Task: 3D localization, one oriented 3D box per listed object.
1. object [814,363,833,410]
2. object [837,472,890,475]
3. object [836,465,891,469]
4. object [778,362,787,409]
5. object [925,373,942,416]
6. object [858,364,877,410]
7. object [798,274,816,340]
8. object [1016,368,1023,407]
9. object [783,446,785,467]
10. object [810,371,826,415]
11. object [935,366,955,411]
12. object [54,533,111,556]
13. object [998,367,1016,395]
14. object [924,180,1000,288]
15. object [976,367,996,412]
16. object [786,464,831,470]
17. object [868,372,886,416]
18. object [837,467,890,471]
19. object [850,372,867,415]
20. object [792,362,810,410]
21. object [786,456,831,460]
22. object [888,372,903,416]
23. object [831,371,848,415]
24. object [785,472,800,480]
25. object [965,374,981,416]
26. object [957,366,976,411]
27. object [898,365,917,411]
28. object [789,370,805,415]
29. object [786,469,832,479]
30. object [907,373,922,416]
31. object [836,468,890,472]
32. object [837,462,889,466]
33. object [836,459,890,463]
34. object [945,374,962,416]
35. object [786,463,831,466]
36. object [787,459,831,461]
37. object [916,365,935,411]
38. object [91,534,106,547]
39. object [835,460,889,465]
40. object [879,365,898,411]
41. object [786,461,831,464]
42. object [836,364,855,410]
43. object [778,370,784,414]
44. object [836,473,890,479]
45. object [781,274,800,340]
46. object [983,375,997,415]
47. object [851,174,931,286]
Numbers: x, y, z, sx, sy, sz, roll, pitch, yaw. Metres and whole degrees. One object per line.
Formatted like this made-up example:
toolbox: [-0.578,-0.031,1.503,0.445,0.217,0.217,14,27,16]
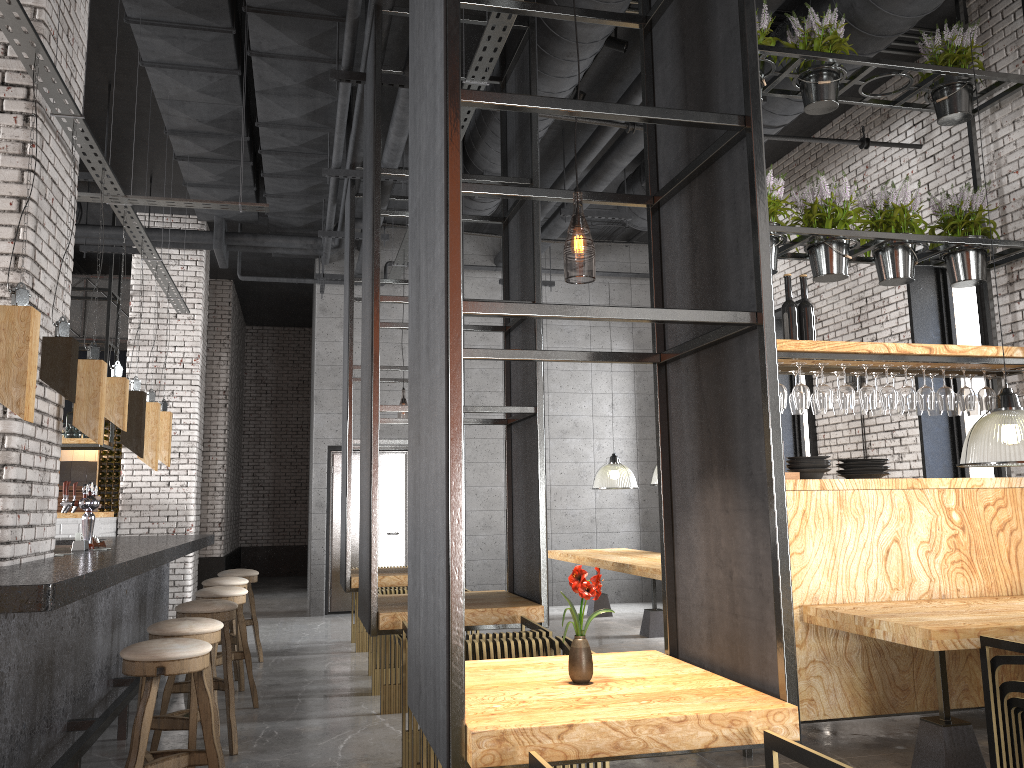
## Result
object: [1.828,0.015,5.209,0.101,0.268,0.100,-5,-10,23]
object: [2.113,0.550,5.330,0.306,0.041,0.305,-1,-8,4]
object: [2.113,0.511,5.336,0.305,0.042,0.305,-6,-9,33]
object: [1.541,0.010,5.141,0.101,0.268,0.100,-5,-10,23]
object: [2.714,0.069,5.710,0.101,0.268,0.100,-4,-9,17]
object: [2.114,0.020,5.277,0.101,0.268,0.100,-5,-10,23]
object: [1.800,-0.437,5.434,0.098,0.472,0.098,5,-11,-35]
object: [3.211,0.038,5.537,0.101,0.268,0.100,-4,-9,17]
object: [1.559,0.441,5.172,0.056,0.249,0.056,3,-9,-21]
object: [1.905,0.056,5.518,0.101,0.268,0.100,-5,-10,23]
object: [2.637,0.028,5.401,0.101,0.268,0.100,-5,-10,23]
object: [-2.471,0.910,5.075,0.200,0.106,0.764,1,-8,-13]
object: [3.067,0.036,5.503,0.101,0.268,0.100,-4,-9,17]
object: [2.947,-0.924,5.788,0.416,0.561,0.466,-2,-8,6]
object: [2.924,0.033,5.469,0.101,0.268,0.100,-4,-9,17]
object: [1.765,0.518,5.272,0.257,0.076,0.256,1,-8,-13]
object: [2.312,0.063,5.614,0.101,0.268,0.100,-5,-10,23]
object: [2.111,0.526,5.334,0.305,0.046,0.305,-6,-9,34]
object: [2.184,0.061,5.584,0.101,0.268,0.100,-5,-10,23]
object: [1.684,0.013,5.175,0.101,0.268,0.100,-5,-10,23]
object: [1.766,0.464,5.281,0.257,0.076,0.256,-4,-9,24]
object: [2.436,0.065,5.644,0.101,0.268,0.100,-5,-10,23]
object: [2.048,0.058,5.552,0.101,0.268,0.100,-5,-10,23]
object: [1.401,0.555,5.232,0.411,0.050,0.410,1,-8,-14]
object: [3.001,0.074,5.778,0.101,0.268,0.100,-4,-9,17]
object: [2.780,0.031,5.435,0.101,0.268,0.100,-4,-9,17]
object: [2.378,0.024,5.340,0.101,0.268,0.100,-5,-10,23]
object: [1.761,0.054,5.484,0.101,0.268,0.100,-5,-10,23]
object: [1.766,0.542,5.268,0.257,0.068,0.256,0,-8,-6]
object: [2.571,0.067,5.676,0.101,0.268,0.100,-5,-10,23]
object: [2.113,0.535,5.333,0.306,0.044,0.305,1,-8,-13]
object: [2.112,0.497,5.339,0.306,0.037,0.305,1,-8,-12]
object: [2.112,0.471,5.345,0.305,0.040,0.305,4,-9,-30]
object: [2.858,0.072,5.744,0.101,0.268,0.100,-4,-9,17]
object: [1.766,0.511,5.274,0.257,0.076,0.256,-3,-8,12]
object: [1.766,0.489,5.277,0.257,0.072,0.256,1,-8,-14]
object: [2.503,0.026,5.369,0.101,0.268,0.100,-5,-10,23]
object: [-2.746,1.028,5.848,0.091,0.091,0.177,6,-10,-38]
object: [2.112,0.486,5.342,0.305,0.049,0.305,-3,-8,11]
object: [2.250,0.022,5.309,0.101,0.268,0.100,-5,-10,23]
object: [1.766,0.493,5.275,0.257,0.072,0.256,6,-10,-41]
object: [1.971,0.017,5.243,0.101,0.268,0.100,-5,-10,23]
object: [1.618,0.051,5.450,0.101,0.268,0.100,-5,-10,23]
object: [2.113,0.561,5.329,0.305,0.035,0.305,-4,-9,24]
object: [1.695,-0.439,5.409,0.098,0.472,0.098,5,-11,-35]
object: [3.144,0.077,5.812,0.101,0.268,0.100,-4,-9,17]
object: [2.450,-0.927,5.713,0.416,0.561,0.466,-6,-10,32]
